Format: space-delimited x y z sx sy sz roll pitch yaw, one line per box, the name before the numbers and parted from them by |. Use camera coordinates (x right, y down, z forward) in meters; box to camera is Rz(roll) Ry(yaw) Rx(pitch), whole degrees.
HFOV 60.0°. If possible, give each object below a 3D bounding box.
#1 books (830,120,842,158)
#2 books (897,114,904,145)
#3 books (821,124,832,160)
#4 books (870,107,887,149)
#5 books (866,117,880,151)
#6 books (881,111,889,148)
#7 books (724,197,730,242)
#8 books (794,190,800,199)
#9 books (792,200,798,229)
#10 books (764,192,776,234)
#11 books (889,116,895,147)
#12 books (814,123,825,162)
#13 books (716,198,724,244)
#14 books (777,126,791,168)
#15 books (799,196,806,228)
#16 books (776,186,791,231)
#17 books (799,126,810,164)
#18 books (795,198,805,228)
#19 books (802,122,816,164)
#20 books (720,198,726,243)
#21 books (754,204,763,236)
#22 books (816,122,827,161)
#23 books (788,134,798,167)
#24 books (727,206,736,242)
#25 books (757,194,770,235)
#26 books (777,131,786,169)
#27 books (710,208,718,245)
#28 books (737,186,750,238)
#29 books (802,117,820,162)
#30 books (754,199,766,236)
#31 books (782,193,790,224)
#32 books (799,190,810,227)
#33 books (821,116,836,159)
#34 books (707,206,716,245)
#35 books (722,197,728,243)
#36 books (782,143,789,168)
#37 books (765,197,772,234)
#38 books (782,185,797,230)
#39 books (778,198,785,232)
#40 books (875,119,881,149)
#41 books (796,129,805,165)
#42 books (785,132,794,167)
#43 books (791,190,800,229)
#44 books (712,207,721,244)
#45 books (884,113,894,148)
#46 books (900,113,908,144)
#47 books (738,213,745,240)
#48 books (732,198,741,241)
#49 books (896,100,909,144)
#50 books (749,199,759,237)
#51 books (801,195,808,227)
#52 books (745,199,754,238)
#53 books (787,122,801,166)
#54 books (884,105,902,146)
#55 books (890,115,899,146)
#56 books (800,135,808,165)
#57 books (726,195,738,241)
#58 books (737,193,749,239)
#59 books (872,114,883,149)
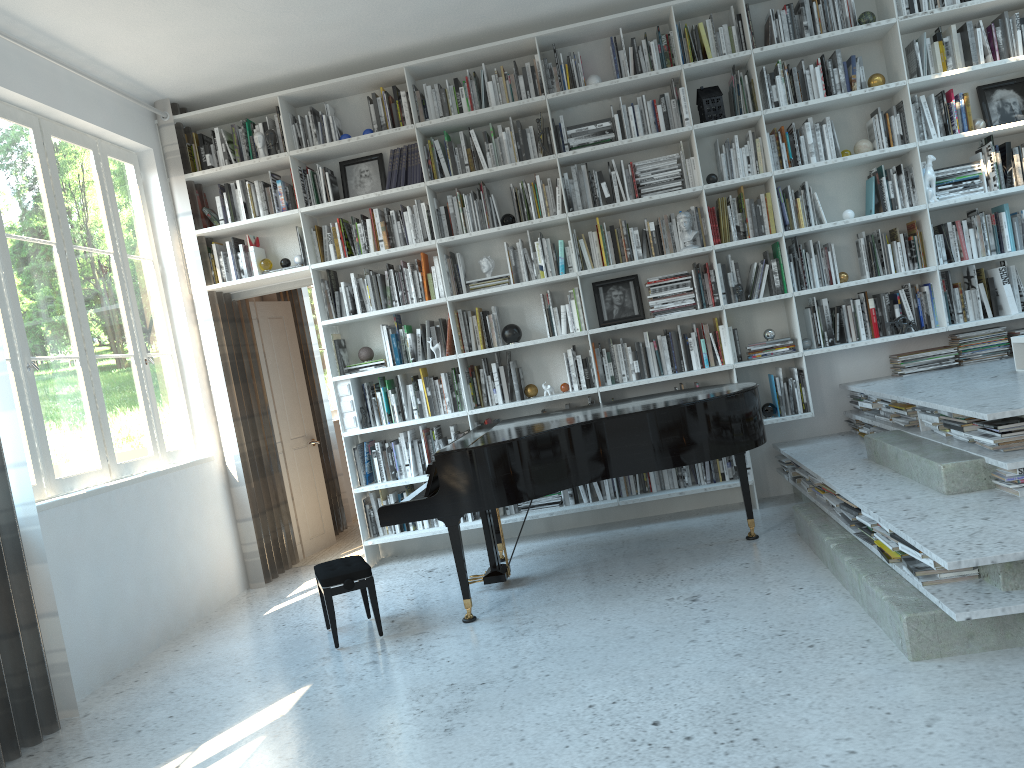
books | 1.989 -1.488 5.482 0.034 0.254 0.160 -10 2 7
books | 2.348 -1.527 5.416 0.013 0.204 0.173 -10 2 7
books | 1.930 -1.467 5.479 0.021 0.232 0.182 -10 2 7
books | 2.247 -1.541 5.432 0.015 0.267 0.164 -10 2 7
books | 2.222 -1.513 5.455 0.015 0.220 0.140 -10 2 7
books | 2.265 -1.533 5.442 0.016 0.244 0.151 -10 2 7
books | 1.348 -1.019 5.585 0.035 0.293 0.145 -10 2 7
books | 1.784 -1.072 5.524 0.008 0.242 0.169 -10 2 7
books | 1.748 -1.040 5.530 0.014 0.192 0.146 -10 2 7
books | 1.612 -1.054 5.557 0.033 0.269 0.141 -10 2 7
books | 2.310 -1.522 5.444 0.012 0.206 0.137 -10 2 7
books | 1.882 -1.464 5.479 0.025 0.245 0.183 -10 2 7
books | 1.309 -1.012 5.579 0.035 0.293 0.145 -10 2 7
books | 1.699 -1.452 5.532 0.014 0.284 0.135 -10 2 7
books | 1.797 -1.057 5.524 0.014 0.209 0.156 -10 2 7
books | 1.681 -1.076 5.528 0.035 0.288 0.191 -10 2 7
books | 1.809 -1.458 5.502 0.011 0.257 0.131 -10 2 7
books | 1.773 -1.043 5.501 0.017 0.192 0.191 -10 2 7
books | 1.826 -1.463 5.475 0.030 0.263 0.182 -10 2 7
books | 1.323 -1.015 5.588 0.035 0.293 0.145 -10 2 7
books | 1.529 -1.006 5.543 0.034 0.204 0.181 -10 2 7
books | 1.907 -1.478 5.495 0.024 0.262 0.133 -10 2 7
books | 1.735 -1.424 5.511 0.026 0.216 0.161 -10 2 7
books | 1.371 -0.992 5.575 0.015 0.232 0.180 -10 2 7
books | 1.573 -1.046 5.550 0.032 0.266 0.142 -10 2 7
books | 1.664 -1.427 5.509 0.014 0.248 0.176 -10 2 7
books | 1.271 -0.981 5.601 0.014 0.244 0.145 -10 2 7
books | 1.454 -1.061 5.562 0.021 0.338 0.169 -10 2 7
books | 1.854 -1.486 5.496 0.027 0.295 0.159 -10 2 7
books | 1.553 -1.029 5.559 0.028 0.239 0.145 -10 2 7
books | 1.708 -1.059 5.545 0.007 0.244 0.145 -10 2 7
books | 1.816 -1.078 5.524 0.017 0.243 0.132 -10 2 7
books | 1.947 -1.490 5.464 0.024 0.272 0.169 -10 2 7
books | 1.254 -0.984 5.604 0.015 0.255 0.150 -10 2 7
books | 1.333 -1.016 5.572 0.035 0.293 0.145 -10 2 7
books | 1.689 -1.397 5.520 0.021 0.179 0.136 -10 2 7
books | 1.595 -1.041 5.563 0.019 0.248 0.148 -10 2 7
books | 1.723 -1.079 5.507 0.013 0.279 0.191 -10 2 7
books | 1.668 -1.040 5.542 0.015 0.220 0.154 -10 2 7
books | 2.233 -1.508 5.450 0.005 0.205 0.153 -10 2 7
books | 1.768 -1.440 5.493 0.022 0.237 0.164 -10 2 7
books | 1.714 -1.430 5.512 0.013 0.236 0.157 -10 2 7
books | 1.756 -1.074 5.532 0.013 0.256 0.144 -10 2 7
books | 1.287 -0.986 5.610 0.013 0.247 0.176 -10 2 7
books | 2.294 -1.530 5.440 0.016 0.228 0.160 -10 2 7
books | 2.372 -1.533 5.417 0.012 0.206 0.169 -10 2 7
books | 1.439 -0.979 5.590 0.030 0.181 0.131 -10 2 7
books | 1.405 -1.022 5.589 0.035 0.278 0.139 -10 2 7
books | 2.373 -1.569 5.408 0.005 0.278 0.182 -10 2 7
books | 1.501 -1.020 5.538 0.027 0.242 0.188 -10 2 7
books | 1.806 -1.060 5.515 0.007 0.212 0.158 -10 2 7
books | 1.480 -1.022 5.565 0.033 0.253 0.174 -10 2 7
books | 1.746 -1.458 5.488 0.014 0.280 0.177 -10 2 7
books | 2.330 -1.551 5.418 0.016 0.257 0.175 -10 2 7
books | 2.322 -1.522 5.431 0.013 0.202 0.173 -10 2 7
books | 1.796 -1.424 5.499 0.025 0.194 0.171 -10 2 7
books | 1.382 -1.026 5.568 0.019 0.294 0.163 -10 2 7
books | 1.443 -1.036 5.546 0.019 0.293 0.182 -10 2 7
books | 2.238 -1.522 5.447 0.012 0.232 0.154 -10 2 7
